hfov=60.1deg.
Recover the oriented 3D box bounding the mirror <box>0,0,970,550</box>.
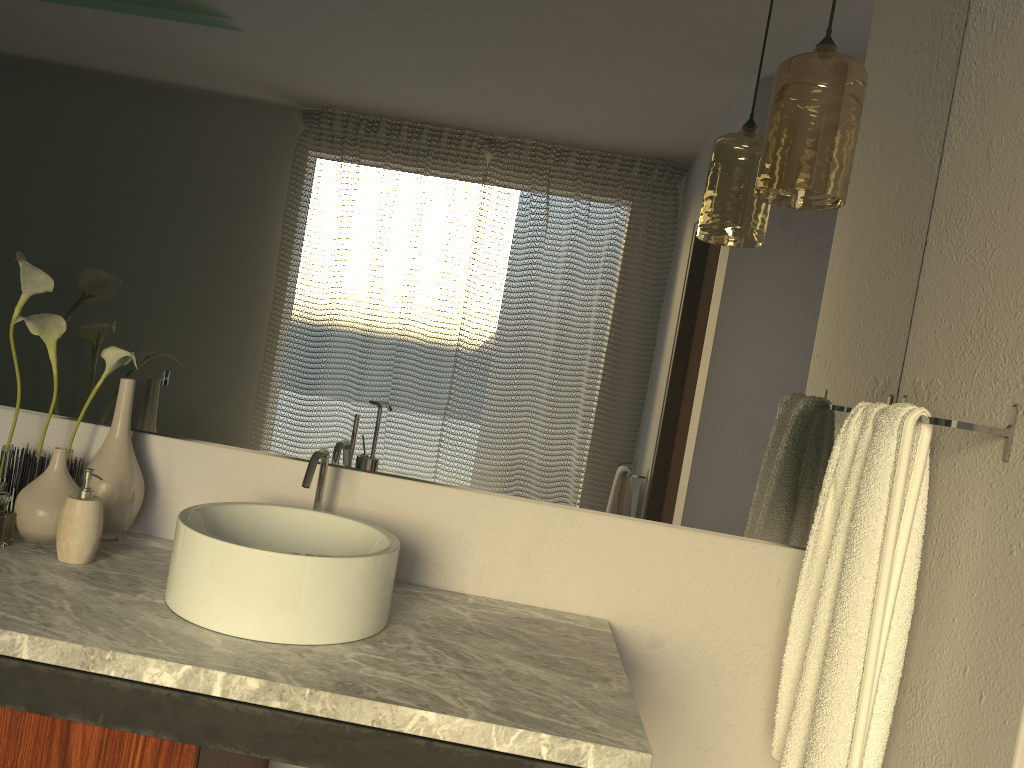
[{"bbox_3d":[-1.255,-0.580,1.748,4.089,1.152,0.017,10,2,3],"label":"mirror"}]

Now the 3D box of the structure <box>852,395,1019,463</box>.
[{"bbox_3d":[0.659,0.058,1.427,0.102,0.088,0.368,10,1,1],"label":"structure"}]

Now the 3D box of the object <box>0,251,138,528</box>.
[{"bbox_3d":[-0.833,0.025,1.647,0.240,0.504,0.191,9,2,-20],"label":"object"}]

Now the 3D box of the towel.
[{"bbox_3d":[0.548,0.342,1.429,0.164,0.636,0.253,10,2,19],"label":"towel"}]

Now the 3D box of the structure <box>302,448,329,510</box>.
[{"bbox_3d":[-0.385,0.234,1.604,0.066,0.242,0.164,10,2,4],"label":"structure"}]

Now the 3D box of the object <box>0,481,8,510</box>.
[{"bbox_3d":[-0.923,0.220,1.571,0.038,0.092,0.067,8,2,-38],"label":"object"}]

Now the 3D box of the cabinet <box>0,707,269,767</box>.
[{"bbox_3d":[-0.804,0.691,1.498,0.660,0.600,0.511,10,2,2],"label":"cabinet"}]

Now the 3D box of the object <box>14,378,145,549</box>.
[{"bbox_3d":[-0.772,0.138,1.614,0.122,0.305,0.235,11,2,28],"label":"object"}]

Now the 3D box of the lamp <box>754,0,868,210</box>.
[{"bbox_3d":[0.529,-0.720,1.395,0.142,0.867,0.135,11,2,44],"label":"lamp"}]

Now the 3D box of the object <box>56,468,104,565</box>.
[{"bbox_3d":[-0.727,0.221,1.499,0.070,0.158,0.071,9,2,-15],"label":"object"}]

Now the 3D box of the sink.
[{"bbox_3d":[-0.368,0.297,1.440,0.351,0.131,0.363,9,1,-21],"label":"sink"}]

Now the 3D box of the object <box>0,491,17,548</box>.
[{"bbox_3d":[-0.879,0.228,1.509,0.058,0.090,0.038,10,2,12],"label":"object"}]

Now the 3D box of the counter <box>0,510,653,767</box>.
[{"bbox_3d":[-0.943,0.317,1.462,2.265,0.101,0.585,10,1,3],"label":"counter"}]
